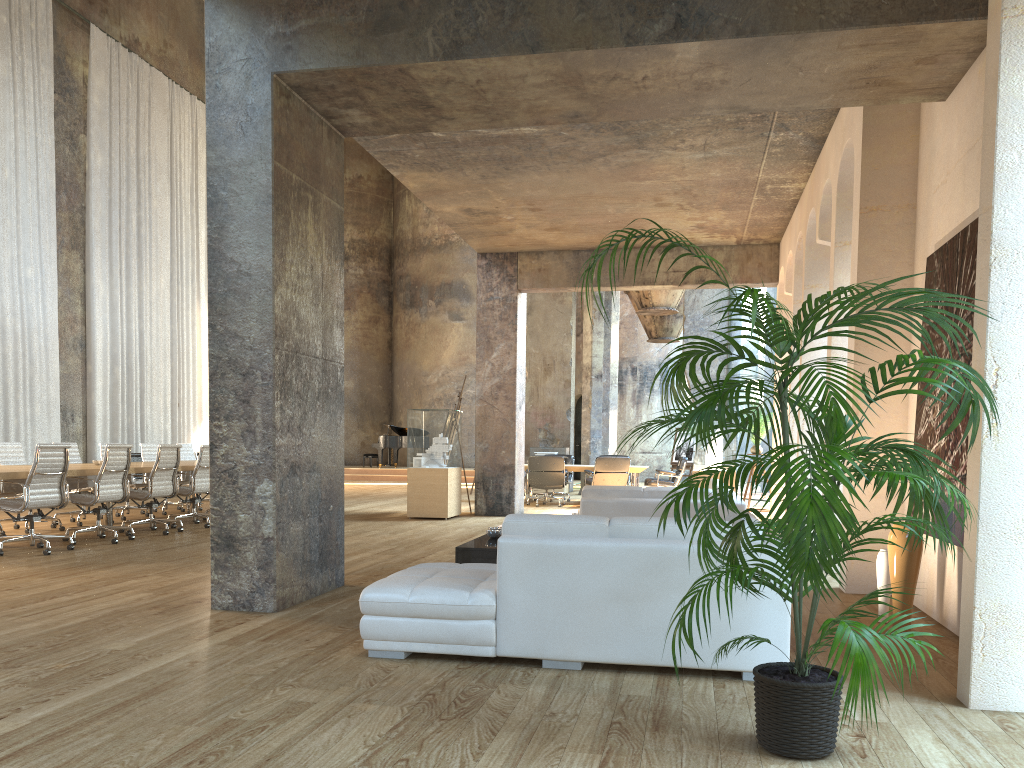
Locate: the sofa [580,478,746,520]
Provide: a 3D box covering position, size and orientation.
[{"bbox_3d":[1.175,1.319,8.744,2.063,0.724,2.924,0,-4,11],"label":"sofa"}]

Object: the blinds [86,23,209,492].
[{"bbox_3d":[-7.021,-2.027,20.060,0.275,8.690,7.805,1,0,12],"label":"blinds"}]

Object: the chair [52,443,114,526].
[{"bbox_3d":[-5.378,1.256,11.100,0.698,1.031,0.663,1,2,17],"label":"chair"}]

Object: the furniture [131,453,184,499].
[{"bbox_3d":[-6.644,1.742,17.036,0.708,0.845,1.868,1,-3,11],"label":"furniture"}]

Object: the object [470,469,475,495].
[{"bbox_3d":[-0.399,1.296,18.538,0.699,2.159,0.682,4,4,43],"label":"object"}]

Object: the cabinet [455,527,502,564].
[{"bbox_3d":[-0.062,1.338,6.650,0.395,0.370,1.559,1,-3,11],"label":"cabinet"}]

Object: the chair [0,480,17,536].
[{"bbox_3d":[-5.719,1.130,9.347,0.698,1.031,0.663,1,2,20],"label":"chair"}]

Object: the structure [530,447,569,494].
[{"bbox_3d":[0.812,1.884,19.042,0.743,1.020,0.732,1,1,11],"label":"structure"}]

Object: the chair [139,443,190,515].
[{"bbox_3d":[-5.028,1.381,12.842,0.698,1.031,0.663,1,2,17],"label":"chair"}]

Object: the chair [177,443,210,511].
[{"bbox_3d":[-4.849,1.445,13.741,0.698,1.031,0.663,1,2,15],"label":"chair"}]

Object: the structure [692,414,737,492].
[{"bbox_3d":[2.924,1.207,12.747,0.594,1.556,0.739,1,2,11],"label":"structure"}]

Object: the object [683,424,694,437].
[{"bbox_3d":[3.838,0.930,18.152,0.858,0.945,0.685,1,1,14],"label":"object"}]

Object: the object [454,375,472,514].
[{"bbox_3d":[-0.946,0.939,13.477,0.684,2.159,0.697,1,3,10],"label":"object"}]

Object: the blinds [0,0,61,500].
[{"bbox_3d":[-8.723,-2.633,11.598,0.275,8.690,7.805,1,0,12],"label":"blinds"}]

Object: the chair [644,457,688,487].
[{"bbox_3d":[2.702,1.734,15.669,0.820,0.897,0.727,1,1,6],"label":"chair"}]

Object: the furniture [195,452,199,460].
[{"bbox_3d":[-6.173,1.910,19.374,0.708,0.845,1.868,1,-3,11],"label":"furniture"}]

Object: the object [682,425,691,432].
[{"bbox_3d":[4.343,1.102,20.556,0.686,0.945,0.858,1,1,32],"label":"object"}]

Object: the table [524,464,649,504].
[{"bbox_3d":[1.241,1.832,15.970,2.409,0.704,1.102,0,-2,11],"label":"table"}]

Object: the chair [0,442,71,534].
[{"bbox_3d":[-5.550,1.190,10.185,0.698,1.031,0.663,1,2,11],"label":"chair"}]

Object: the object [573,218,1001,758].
[{"bbox_3d":[0.936,0.373,3.086,1.400,1.823,1.352,1,1,17],"label":"object"}]

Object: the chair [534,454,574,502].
[{"bbox_3d":[0.800,1.792,16.827,0.729,0.897,0.819,1,0,18],"label":"chair"}]

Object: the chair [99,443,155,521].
[{"bbox_3d":[-5.202,1.318,11.962,0.698,1.031,0.663,1,2,20],"label":"chair"}]

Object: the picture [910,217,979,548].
[{"bbox_3d":[2.525,0.016,5.037,0.069,1.780,1.498,1,1,11],"label":"picture"}]

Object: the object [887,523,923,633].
[{"bbox_3d":[2.266,1.125,5.083,0.174,0.634,0.236,1,3,0],"label":"object"}]

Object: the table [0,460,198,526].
[{"bbox_3d":[-4.619,1.425,11.526,1.600,0.761,7.702,0,-4,11],"label":"table"}]

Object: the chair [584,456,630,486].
[{"bbox_3d":[1.606,1.688,15.188,0.730,0.897,0.818,0,0,-15],"label":"chair"}]

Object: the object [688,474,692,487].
[{"bbox_3d":[3.964,1.878,18.106,0.657,0.978,0.569,-1,2,-42],"label":"object"}]

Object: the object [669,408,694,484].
[{"bbox_3d":[4.322,1.573,21.732,0.699,2.159,0.682,3,4,40],"label":"object"}]

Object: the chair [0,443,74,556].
[{"bbox_3d":[-4.530,1.066,8.215,0.698,1.031,0.663,1,2,17],"label":"chair"}]

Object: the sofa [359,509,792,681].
[{"bbox_3d":[0.348,1.026,4.629,2.066,0.725,1.069,0,-2,11],"label":"sofa"}]

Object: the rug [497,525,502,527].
[{"bbox_3d":[1.135,1.880,11.702,2.461,0.009,1.344,0,-4,11],"label":"rug"}]

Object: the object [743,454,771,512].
[{"bbox_3d":[3.578,1.528,13.117,0.658,0.978,0.568,0,2,-24],"label":"object"}]

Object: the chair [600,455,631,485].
[{"bbox_3d":[1.895,1.790,16.608,0.729,0.897,0.819,1,0,12],"label":"chair"}]

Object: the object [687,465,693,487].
[{"bbox_3d":[4.382,2.055,20.582,0.658,0.978,0.568,1,2,5],"label":"object"}]

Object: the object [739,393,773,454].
[{"bbox_3d":[3.651,0.574,13.049,0.688,0.944,0.856,1,0,2],"label":"object"}]

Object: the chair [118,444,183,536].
[{"bbox_3d":[-4.162,1.197,10.042,0.698,1.031,0.663,1,2,17],"label":"chair"}]

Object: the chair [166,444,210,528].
[{"bbox_3d":[-3.988,1.260,10.923,0.698,1.031,0.663,1,2,20],"label":"chair"}]

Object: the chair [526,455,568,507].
[{"bbox_3d":[0.609,1.688,15.357,0.729,0.897,0.819,1,0,5],"label":"chair"}]

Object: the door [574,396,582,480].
[{"bbox_3d":[2.206,1.641,26.964,0.111,2.646,0.898,-2,4,-36],"label":"door"}]

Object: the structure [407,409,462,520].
[{"bbox_3d":[-1.104,1.150,12.618,0.594,1.556,0.739,1,2,11],"label":"structure"}]

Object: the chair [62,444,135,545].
[{"bbox_3d":[-4.341,1.133,9.143,0.698,1.031,0.663,1,2,15],"label":"chair"}]

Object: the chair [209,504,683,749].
[{"bbox_3d":[-1.889,1.508,14.054,12.945,1.036,31.453,0,-4,11],"label":"chair"}]

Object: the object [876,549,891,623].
[{"bbox_3d":[2.283,1.236,5.385,0.101,0.455,0.101,3,4,36],"label":"object"}]

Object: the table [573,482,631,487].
[{"bbox_3d":[2.291,2.346,22.097,1.870,0.549,0.939,0,-2,11],"label":"table"}]

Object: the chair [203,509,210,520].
[{"bbox_3d":[-3.812,1.322,11.784,0.698,1.031,0.663,1,2,17],"label":"chair"}]
